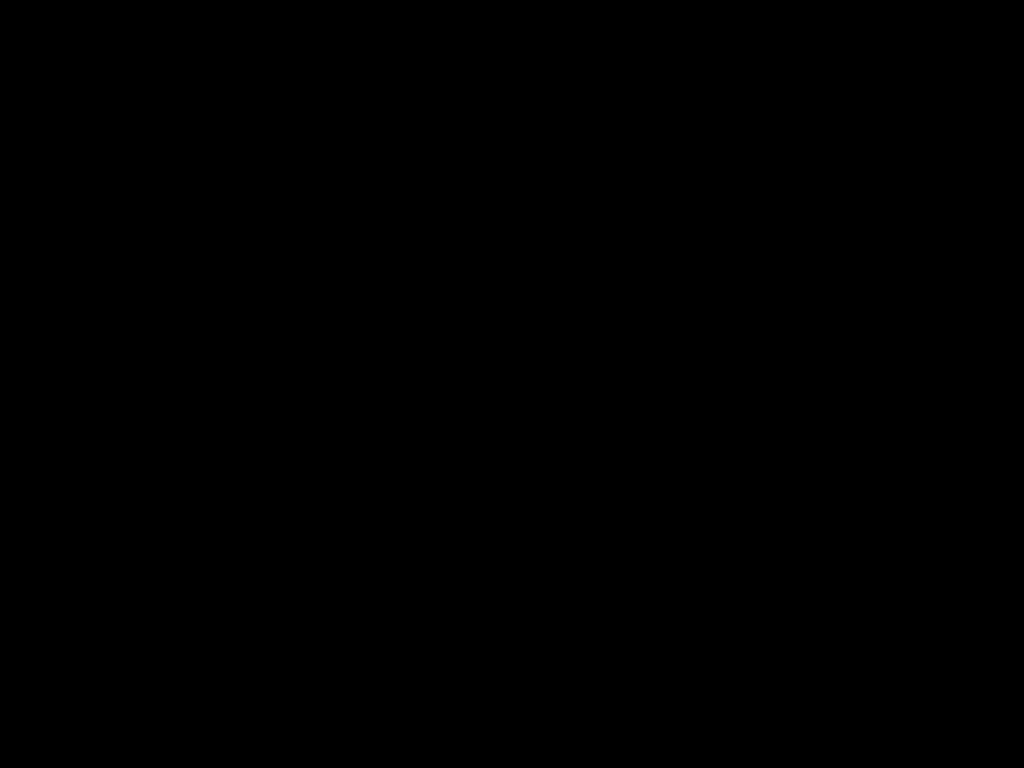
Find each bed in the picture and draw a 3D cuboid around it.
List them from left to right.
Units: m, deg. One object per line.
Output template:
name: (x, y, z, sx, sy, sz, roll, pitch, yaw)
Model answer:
bed: (0.064, -0.328, 0.211, 2.087, 0.994, 3.009, 3, -7, 16)

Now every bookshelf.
bookshelf: (0.520, 0.268, 1.910, 1.495, 0.303, 0.643, 3, -7, 16)

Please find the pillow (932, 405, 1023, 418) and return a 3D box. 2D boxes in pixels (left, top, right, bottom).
pillow: (0.784, -0.010, 1.616, 0.498, 0.241, 0.470, 8, -7, -19)
